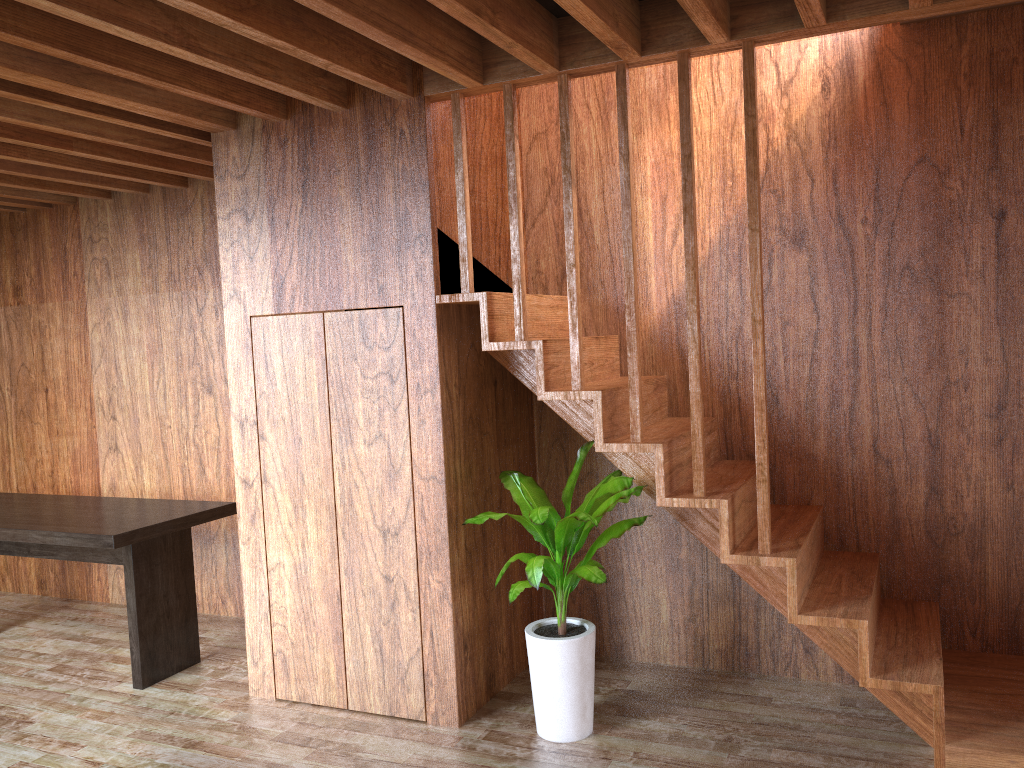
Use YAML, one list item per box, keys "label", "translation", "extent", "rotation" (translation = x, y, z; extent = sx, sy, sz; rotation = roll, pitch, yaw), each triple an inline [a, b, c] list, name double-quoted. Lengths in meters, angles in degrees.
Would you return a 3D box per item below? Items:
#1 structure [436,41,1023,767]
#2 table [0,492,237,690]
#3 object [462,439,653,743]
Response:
- label: "structure"
  translation: [1.031, 0.067, 3.078]
  extent: [2.432, 2.299, 0.834]
  rotation: [-1, 4, 24]
- label: "table"
  translation: [-2.183, 0.955, 4.217]
  extent: [1.661, 0.716, 0.704]
  rotation: [-1, 4, 24]
- label: "object"
  translation: [0.210, 0.738, 3.196]
  extent: [0.630, 1.031, 0.676]
  rotation: [-2, 3, 14]
